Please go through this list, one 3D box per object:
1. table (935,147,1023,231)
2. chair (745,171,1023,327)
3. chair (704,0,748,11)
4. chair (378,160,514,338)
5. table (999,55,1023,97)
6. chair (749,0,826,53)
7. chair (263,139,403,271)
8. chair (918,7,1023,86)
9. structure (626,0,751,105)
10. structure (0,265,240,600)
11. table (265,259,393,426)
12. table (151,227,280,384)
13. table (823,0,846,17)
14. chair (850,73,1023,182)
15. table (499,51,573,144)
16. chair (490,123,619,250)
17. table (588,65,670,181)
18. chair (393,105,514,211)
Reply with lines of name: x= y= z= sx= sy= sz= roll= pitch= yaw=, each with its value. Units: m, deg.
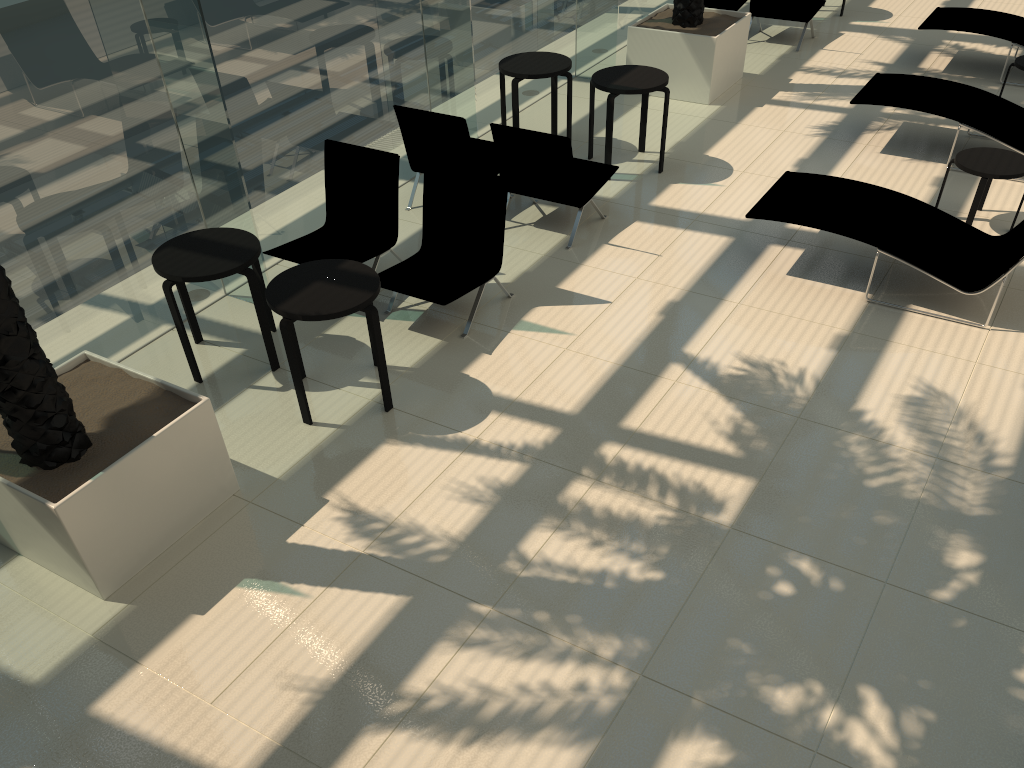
table: x=3.763 y=-1.526 z=6.977 sx=0.550 sy=0.562 sz=0.509 roll=-12 pitch=40 yaw=-11
chair: x=2.818 y=-1.310 z=6.201 sx=1.990 sy=1.257 sz=0.863 roll=18 pitch=44 yaw=24
chair: x=2.544 y=-4.928 z=10.929 sx=0.699 sy=0.965 sz=0.832 roll=20 pitch=45 yaw=25
chair: x=-0.530 y=-0.916 z=6.154 sx=0.699 sy=0.965 sz=0.832 roll=20 pitch=45 yaw=25
table: x=5.148 y=-2.876 z=8.563 sx=0.550 sy=0.562 sz=0.509 roll=-12 pitch=40 yaw=-11
chair: x=3.341 y=-4.673 z=10.567 sx=0.699 sy=0.965 sz=0.832 roll=20 pitch=45 yaw=25
chair: x=-1.327 y=-1.171 z=6.516 sx=0.699 sy=0.965 sz=0.832 roll=20 pitch=45 yaw=25
chair: x=5.546 y=-3.969 z=9.326 sx=1.990 sy=1.257 sz=0.863 roll=18 pitch=44 yaw=24
structure: x=1.723 y=-6.218 z=7.284 sx=4.750 sy=7.614 sz=4.132 roll=15 pitch=43 yaw=20
structure: x=-2.552 y=-2.080 z=2.424 sx=4.448 sy=7.614 sz=4.408 roll=5 pitch=40 yaw=9
table: x=-1.117 y=-0.262 z=5.478 sx=0.678 sy=0.848 sz=0.623 roll=-9 pitch=40 yaw=-8
table: x=-1.946 y=-0.527 z=5.854 sx=0.678 sy=0.848 sz=0.623 roll=-9 pitch=40 yaw=-8
table: x=4.016 y=-5.274 z=11.368 sx=0.673 sy=0.848 sz=0.628 roll=-15 pitch=41 yaw=-14
chair: x=4.203 y=-2.660 z=7.787 sx=1.990 sy=1.257 sz=0.863 roll=18 pitch=44 yaw=24
table: x=0.228 y=-2.655 z=8.355 sx=0.673 sy=0.848 sz=0.628 roll=-15 pitch=41 yaw=-14
chair: x=0.369 y=-1.776 z=7.164 sx=0.699 sy=0.965 sz=0.832 roll=20 pitch=45 yaw=25
table: x=1.056 y=-2.390 z=7.980 sx=0.673 sy=0.848 sz=0.628 roll=-15 pitch=41 yaw=-14
chair: x=-0.428 y=-2.031 z=7.525 sx=0.699 sy=0.965 sz=0.832 roll=20 pitch=45 yaw=25
